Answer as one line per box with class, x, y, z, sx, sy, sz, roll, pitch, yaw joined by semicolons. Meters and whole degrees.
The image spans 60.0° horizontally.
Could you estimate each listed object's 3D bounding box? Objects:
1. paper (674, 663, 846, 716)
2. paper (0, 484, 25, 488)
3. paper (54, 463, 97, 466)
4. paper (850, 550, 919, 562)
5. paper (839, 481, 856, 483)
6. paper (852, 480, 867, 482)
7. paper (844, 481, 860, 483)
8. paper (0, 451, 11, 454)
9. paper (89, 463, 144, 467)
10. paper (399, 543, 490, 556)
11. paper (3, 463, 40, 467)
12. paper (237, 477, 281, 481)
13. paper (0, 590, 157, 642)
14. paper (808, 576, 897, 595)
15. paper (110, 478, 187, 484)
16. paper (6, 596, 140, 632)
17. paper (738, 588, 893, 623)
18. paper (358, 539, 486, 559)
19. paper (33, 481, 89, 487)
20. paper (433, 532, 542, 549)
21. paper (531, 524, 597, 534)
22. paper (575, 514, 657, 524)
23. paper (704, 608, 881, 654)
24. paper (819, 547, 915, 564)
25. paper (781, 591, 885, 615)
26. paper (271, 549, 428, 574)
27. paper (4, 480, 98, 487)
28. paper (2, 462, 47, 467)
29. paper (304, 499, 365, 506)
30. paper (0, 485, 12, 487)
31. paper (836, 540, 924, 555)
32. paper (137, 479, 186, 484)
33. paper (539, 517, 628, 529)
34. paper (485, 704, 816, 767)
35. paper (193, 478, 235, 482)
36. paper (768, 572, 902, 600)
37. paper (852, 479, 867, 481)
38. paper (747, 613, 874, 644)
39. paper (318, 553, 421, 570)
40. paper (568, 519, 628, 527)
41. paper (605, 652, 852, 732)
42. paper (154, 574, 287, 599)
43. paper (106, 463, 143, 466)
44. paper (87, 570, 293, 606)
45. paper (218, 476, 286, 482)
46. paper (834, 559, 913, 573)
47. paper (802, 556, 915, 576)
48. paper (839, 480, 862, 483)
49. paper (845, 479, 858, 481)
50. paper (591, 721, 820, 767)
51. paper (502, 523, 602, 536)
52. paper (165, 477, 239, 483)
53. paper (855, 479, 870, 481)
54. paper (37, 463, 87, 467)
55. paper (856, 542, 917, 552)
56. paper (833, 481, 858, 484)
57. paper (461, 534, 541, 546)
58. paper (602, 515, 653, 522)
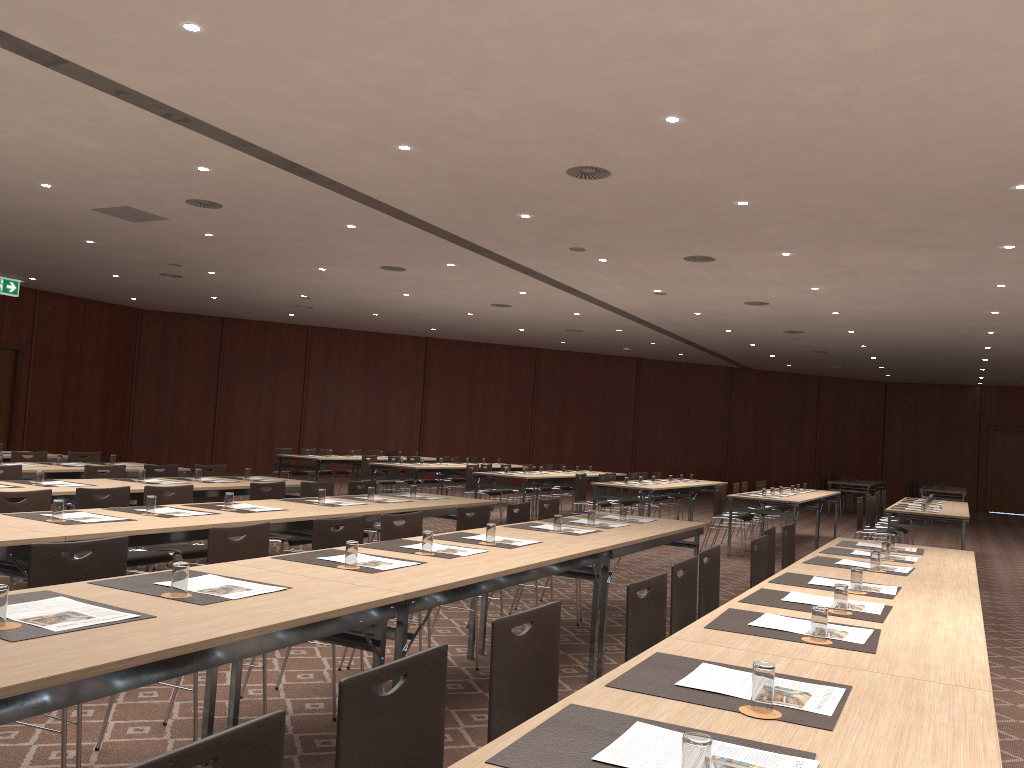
paper;0.674;0.819;2.397;0.398;0.006;0.284;2;-4;28
paper;-4.007;0.748;6.571;0.565;0.003;0.460;2;-4;25
paper;-4.695;0.865;9.530;0.398;0.006;0.284;2;-4;24
paper;2.453;1.130;5.836;0.398;0.006;0.284;2;-4;28
paper;8.357;2.434;22.040;0.565;0.003;0.460;2;-4;29
paper;9.180;2.566;23.492;0.398;0.006;0.284;2;-4;26
paper;8.431;2.436;22.059;0.398;0.006;0.284;2;-4;26
paper;-6.250;0.846;10.953;0.565;0.003;0.460;2;-4;28
paper;-4.476;0.912;10.047;0.565;0.003;0.460;2;-4;26
paper;-0.360;0.883;4.756;0.398;0.006;0.284;2;-4;26
paper;-4.947;0.814;8.922;0.398;0.006;0.284;2;-4;25
paper;-2.603;0.984;9.184;0.398;0.006;0.284;2;-4;28
paper;-1.465;0.699;2.705;0.565;0.003;0.460;2;-4;30
paper;1.693;0.999;4.402;0.398;0.006;0.284;2;-4;25
paper;-3.274;0.878;8.016;0.565;0.003;0.460;2;-4;27
paper;-1.389;0.701;2.718;0.398;0.006;0.284;2;-4;29
paper;1.307;0.943;3.799;0.565;0.003;0.460;2;-4;28
paper;-0.476;0.879;4.746;0.565;0.003;0.460;2;-4;24
paper;-3.625;0.800;7.120;0.398;0.006;0.284;2;-4;27
paper;-0.164;0.930;5.288;0.565;0.003;0.460;2;-4;25
paper;0.357;1.012;6.200;0.398;0.006;0.284;2;-4;28
paper;0.866;1.113;7.344;0.565;0.003;0.460;2;-4;26
paper;1.033;0.894;3.238;0.565;0.003;0.460;2;-4;25
paper;2.358;1.128;5.851;0.565;0.003;0.460;2;-4;29
paper;1.397;0.949;3.855;0.398;0.006;0.284;2;-4;27
paper;-0.757;0.827;4.162;0.565;0.003;0.460;2;-4;26
paper;-3.725;0.799;7.140;0.565;0.003;0.460;2;-4;27
paper;-5.060;0.810;8.912;0.565;0.003;0.460;2;-4;30
paper;-1.412;0.945;7.092;0.398;0.006;0.284;2;-4;27
paper;-3.942;0.748;6.572;0.398;0.006;0.284;2;-4;29
paper;2.656;1.178;6.391;0.565;0.003;0.460;2;-4;26
paper;-3.187;0.879;8.012;0.398;0.006;0.284;2;-4;24
paper;0.549;1.060;6.761;0.565;0.003;0.460;2;-4;28
paper;0.300;0.765;1.815;0.565;0.003;0.460;2;-4;25
paper;-2.912;0.929;8.580;0.398;0.006;0.284;2;-4;24
paper;1.608;0.997;4.403;0.565;0.003;0.460;2;-4;29
paper;9.673;2.668;24.666;0.565;0.003;0.460;2;-4;26
paper;1.101;0.896;3.262;0.398;0.006;0.284;2;-4;29
paper;-0.671;0.829;4.156;0.398;0.006;0.284;2;-4;30
paper;0.662;1.065;6.787;0.398;0.006;0.284;2;-4;28
paper;0.597;0.818;2.400;0.565;0.003;0.460;2;-4;27
paper;-1.086;0.754;3.311;0.398;0.006;0.284;2;-4;27
paper;-4.379;0.916;10.073;0.398;0.006;0.284;2;-4;28
paper;-1.191;0.751;3.305;0.565;0.003;0.460;2;-4;26
paper;-2.688;0.980;9.151;0.565;0.003;0.460;2;-4;28
paper;2.143;1.076;5.254;0.398;0.006;0.284;2;-4;31
paper;2.055;1.074;5.246;0.565;0.003;0.460;2;-4;30
paper;8.647;2.486;22.628;0.565;0.003;0.460;2;-4;28
paper;9.367;2.616;24.097;0.565;0.003;0.460;2;-4;25
paper;0.399;0.768;1.808;0.398;0.006;0.284;2;-4;27
paper;0.290;1.010;6.186;0.565;0.003;0.460;2;-4;28
paper;-2.979;0.928;8.560;0.565;0.003;0.460;2;-4;25
paper;9.728;2.668;24.671;0.398;0.006;0.284;2;-4;25
paper;-4.741;0.863;9.482;0.565;0.003;0.460;2;-4;26
paper;2.716;1.180;6.432;0.398;0.006;0.284;2;-4;26
paper;8.074;2.382;21.450;0.565;0.003;0.460;2;-4;29
paper;-0.063;0.935;5.328;0.398;0.006;0.284;2;-4;28
paper;0.957;1.116;7.357;0.398;0.006;0.284;2;-4;24
